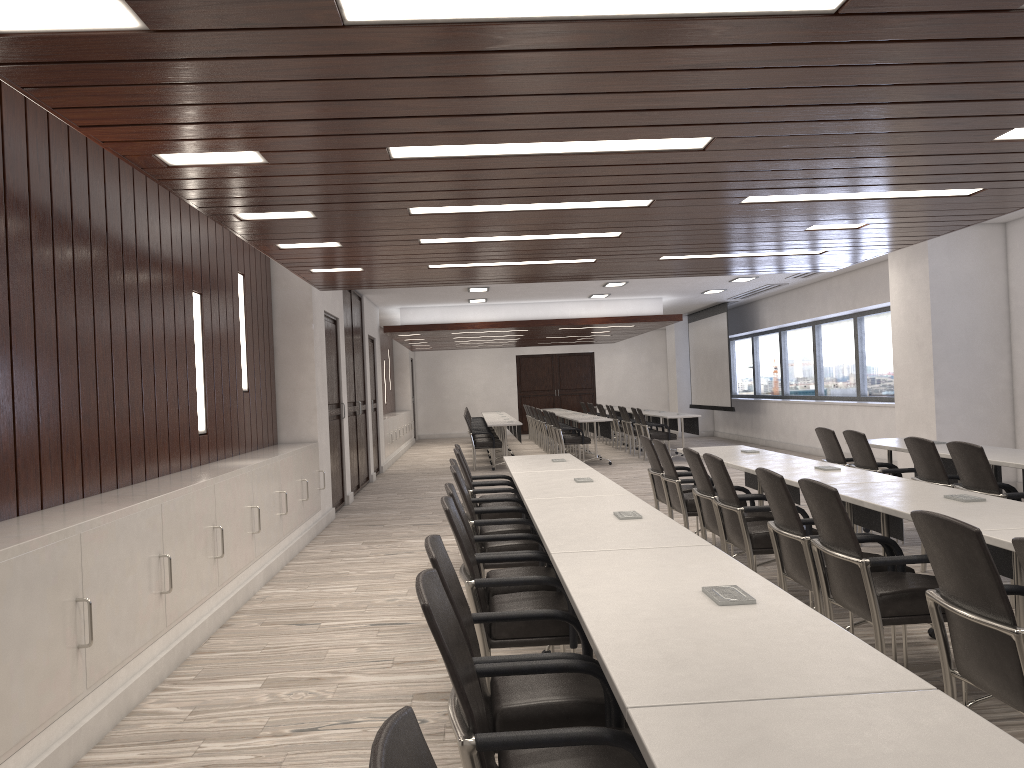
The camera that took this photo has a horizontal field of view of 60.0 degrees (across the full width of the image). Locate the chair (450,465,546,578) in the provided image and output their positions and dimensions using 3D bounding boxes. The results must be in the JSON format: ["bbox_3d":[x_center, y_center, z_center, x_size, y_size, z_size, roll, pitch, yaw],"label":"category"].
[{"bbox_3d":[-0.020,0.926,5.130,0.638,0.939,0.513,-2,0,-2],"label":"chair"}]

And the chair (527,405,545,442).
[{"bbox_3d":[0.717,0.980,21.898,0.638,0.939,0.513,-2,0,-2],"label":"chair"}]

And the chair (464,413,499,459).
[{"bbox_3d":[-0.566,1.010,16.744,0.638,0.939,0.513,-2,0,-3],"label":"chair"}]

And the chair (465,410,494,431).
[{"bbox_3d":[-0.719,1.032,19.779,0.638,0.939,0.513,-2,0,-2],"label":"chair"}]

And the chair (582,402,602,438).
[{"bbox_3d":[2.150,0.924,22.962,0.638,0.939,0.513,-2,0,-2],"label":"chair"}]

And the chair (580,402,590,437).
[{"bbox_3d":[2.134,0.927,23.483,0.638,0.939,0.513,-2,0,-2],"label":"chair"}]

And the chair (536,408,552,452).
[{"bbox_3d":[0.846,0.959,18.850,0.638,0.939,0.513,-2,0,-2],"label":"chair"}]

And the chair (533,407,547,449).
[{"bbox_3d":[0.799,0.966,19.856,0.638,0.939,0.513,-2,0,-3],"label":"chair"}]

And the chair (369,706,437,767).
[{"bbox_3d":[0.165,0.897,1.107,0.638,0.939,0.513,-2,0,-3],"label":"chair"}]

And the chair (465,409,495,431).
[{"bbox_3d":[-0.727,1.035,20.304,0.638,0.939,0.513,-2,0,-4],"label":"chair"}]

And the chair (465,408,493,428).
[{"bbox_3d":[-0.785,1.043,21.301,0.638,0.939,0.513,-2,0,-3],"label":"chair"}]

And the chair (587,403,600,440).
[{"bbox_3d":[2.199,0.916,21.973,0.638,0.939,0.513,-2,0,-3],"label":"chair"}]

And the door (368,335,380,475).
[{"bbox_3d":[-2.358,0.367,14.792,0.200,2.323,1.163,-2,0,-3],"label":"door"}]

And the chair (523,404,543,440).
[{"bbox_3d":[0.633,0.992,23.414,0.638,0.939,0.513,-2,0,-4],"label":"chair"}]

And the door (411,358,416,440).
[{"bbox_3d":[-2.826,0.439,24.863,0.200,2.323,1.163,-2,0,-3],"label":"door"}]

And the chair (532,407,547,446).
[{"bbox_3d":[0.785,0.970,20.380,0.638,0.939,0.513,-2,0,-3],"label":"chair"}]

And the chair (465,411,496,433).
[{"bbox_3d":[-0.663,1.024,18.773,0.638,0.939,0.513,-2,0,-3],"label":"chair"}]

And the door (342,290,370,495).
[{"bbox_3d":[-2.271,0.069,12.662,0.200,2.889,2.327,-2,0,-3],"label":"door"}]

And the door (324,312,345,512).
[{"bbox_3d":[-2.159,0.336,10.526,0.200,2.323,1.163,-2,0,-3],"label":"door"}]

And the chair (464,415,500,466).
[{"bbox_3d":[-0.522,1.002,15.743,0.638,0.939,0.513,-2,0,-3],"label":"chair"}]

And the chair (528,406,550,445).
[{"bbox_3d":[0.733,0.977,21.379,0.638,0.939,0.513,-2,0,-3],"label":"chair"}]

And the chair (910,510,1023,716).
[{"bbox_3d":[1.604,0.842,2.681,0.638,0.939,0.513,-2,0,-3],"label":"chair"}]

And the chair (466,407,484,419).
[{"bbox_3d":[-0.848,1.053,22.820,0.638,0.939,0.513,-2,0,-3],"label":"chair"}]

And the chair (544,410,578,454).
[{"bbox_3d":[0.953,0.944,16.814,0.638,0.939,0.513,-2,0,-4],"label":"chair"}]

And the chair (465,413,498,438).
[{"bbox_3d":[-0.591,1.013,17.277,0.638,0.939,0.513,-2,0,-2],"label":"chair"}]

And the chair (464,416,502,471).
[{"bbox_3d":[-0.489,0.998,15.221,0.638,0.939,0.513,-2,0,-2],"label":"chair"}]

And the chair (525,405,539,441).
[{"bbox_3d":[0.674,0.987,22.897,0.638,0.939,0.513,-2,0,-2],"label":"chair"}]

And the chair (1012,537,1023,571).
[{"bbox_3d":[1.637,0.838,2.162,0.638,0.939,0.513,-2,0,-3],"label":"chair"}]

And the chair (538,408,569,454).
[{"bbox_3d":[0.874,0.955,18.333,0.638,0.939,0.513,-2,0,-2],"label":"chair"}]

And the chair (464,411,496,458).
[{"bbox_3d":[-0.645,1.021,18.254,0.638,0.939,0.513,-2,0,-2],"label":"chair"}]

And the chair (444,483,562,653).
[{"bbox_3d":[0.024,0.919,4.136,0.638,0.939,0.513,-2,0,-4],"label":"chair"}]

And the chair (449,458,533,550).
[{"bbox_3d":[-0.059,0.930,5.649,0.638,0.939,0.513,-2,0,-4],"label":"chair"}]

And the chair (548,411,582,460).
[{"bbox_3d":[0.984,0.937,15.824,0.638,0.939,0.513,-2,0,-3],"label":"chair"}]

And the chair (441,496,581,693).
[{"bbox_3d":[0.049,0.915,3.606,0.638,0.939,0.513,-2,0,-2],"label":"chair"}]

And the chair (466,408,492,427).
[{"bbox_3d":[-0.810,1.046,21.826,0.638,0.939,0.513,-2,0,-2],"label":"chair"}]

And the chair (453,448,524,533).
[{"bbox_3d":[-0.100,0.937,6.650,0.638,0.939,0.513,-2,0,-3],"label":"chair"}]

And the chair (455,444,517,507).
[{"bbox_3d":[-0.126,0.941,7.179,0.638,0.939,0.513,-2,0,-3],"label":"chair"}]

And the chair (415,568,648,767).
[{"bbox_3d":[0.113,0.904,2.086,0.638,0.939,0.513,-2,0,-3],"label":"chair"}]

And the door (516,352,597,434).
[{"bbox_3d":[1.322,0.266,26.216,2.329,2.323,0.200,-2,0,-3],"label":"door"}]

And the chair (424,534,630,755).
[{"bbox_3d":[0.082,0.908,2.620,0.638,0.939,0.513,-2,0,-3],"label":"chair"}]

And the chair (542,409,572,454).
[{"bbox_3d":[0.930,0.947,17.333,0.638,0.939,0.513,-2,0,-3],"label":"chair"}]

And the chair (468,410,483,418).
[{"bbox_3d":[-0.875,1.057,23.343,0.638,0.939,0.513,-2,0,-2],"label":"chair"}]
